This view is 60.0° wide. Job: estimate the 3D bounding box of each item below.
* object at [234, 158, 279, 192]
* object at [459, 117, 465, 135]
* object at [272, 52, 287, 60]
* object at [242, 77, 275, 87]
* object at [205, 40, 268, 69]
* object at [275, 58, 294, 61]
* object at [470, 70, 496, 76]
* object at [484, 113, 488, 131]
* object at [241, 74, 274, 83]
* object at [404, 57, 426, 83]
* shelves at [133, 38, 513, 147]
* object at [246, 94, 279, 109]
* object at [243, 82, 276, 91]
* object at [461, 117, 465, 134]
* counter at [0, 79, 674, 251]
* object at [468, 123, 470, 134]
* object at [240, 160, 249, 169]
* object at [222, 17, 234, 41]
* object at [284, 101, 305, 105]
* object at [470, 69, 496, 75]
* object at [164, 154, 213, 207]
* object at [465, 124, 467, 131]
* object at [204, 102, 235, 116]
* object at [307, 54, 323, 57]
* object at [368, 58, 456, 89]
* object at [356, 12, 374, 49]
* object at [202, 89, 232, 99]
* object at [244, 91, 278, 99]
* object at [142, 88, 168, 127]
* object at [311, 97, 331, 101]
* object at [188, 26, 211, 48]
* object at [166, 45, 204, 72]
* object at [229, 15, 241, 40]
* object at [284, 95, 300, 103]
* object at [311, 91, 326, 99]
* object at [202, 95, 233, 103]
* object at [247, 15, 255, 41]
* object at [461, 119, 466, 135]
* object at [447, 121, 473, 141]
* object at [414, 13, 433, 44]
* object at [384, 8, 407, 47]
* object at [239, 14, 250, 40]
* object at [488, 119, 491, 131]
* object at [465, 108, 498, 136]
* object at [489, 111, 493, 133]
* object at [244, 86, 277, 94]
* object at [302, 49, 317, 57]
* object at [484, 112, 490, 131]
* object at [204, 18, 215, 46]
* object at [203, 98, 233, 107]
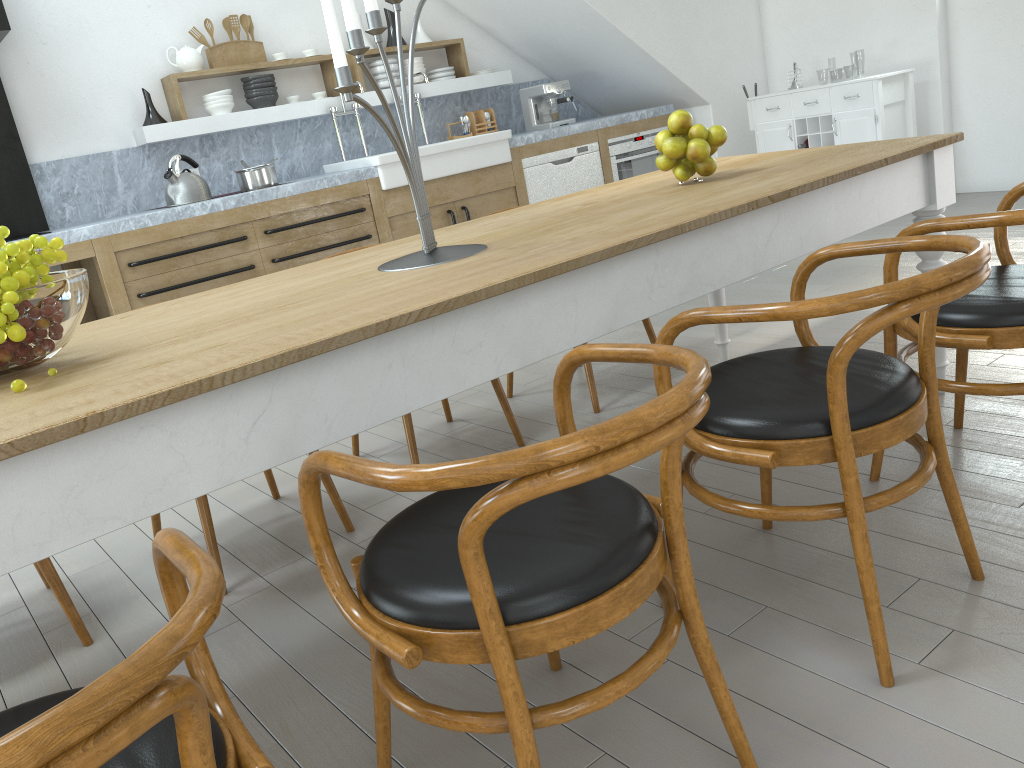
[{"bbox_3d":[-1.420,-1.214,5.145,0.232,0.169,0.397,0,19,33],"label":"object"},{"bbox_3d":[-0.352,-1.843,6.443,0.019,0.194,0.022,3,20,41],"label":"object"},{"bbox_3d":[-1.476,-2.078,5.646,0.099,0.048,0.099,-23,20,-36],"label":"object"},{"bbox_3d":[-1.582,-1.868,5.565,0.205,0.083,0.207,-13,16,-7],"label":"object"},{"bbox_3d":[-1.708,-2.041,5.491,0.355,0.156,0.084,-22,19,-34],"label":"object"},{"bbox_3d":[-1.472,-2.056,5.652,0.164,0.012,0.164,-16,17,-17],"label":"object"},{"bbox_3d":[-0.220,-2.294,6.572,0.213,0.025,0.215,3,22,40],"label":"object"},{"bbox_3d":[-0.182,-1.920,6.591,0.018,0.194,0.023,-19,17,-26],"label":"object"},{"bbox_3d":[-1.590,-1.893,5.559,0.206,0.079,0.206,-21,19,-31],"label":"object"},{"bbox_3d":[-0.677,-2.188,6.189,0.158,0.159,0.155,-13,16,-7],"label":"object"},{"bbox_3d":[-2.239,-2.010,4.883,5.582,1.352,0.480,-25,20,-39],"label":"shelves"},{"bbox_3d":[-1.566,-1.770,5.585,0.206,0.072,0.207,3,21,40],"label":"object"},{"bbox_3d":[-1.578,-1.842,5.567,0.206,0.072,0.207,3,21,40],"label":"object"},{"bbox_3d":[-0.349,-1.847,6.453,0.018,0.195,0.020,-18,16,-25],"label":"object"},{"bbox_3d":[-1.563,-1.389,5.196,6.608,0.615,0.964,-22,19,-34],"label":"counter"},{"bbox_3d":[-0.311,-1.842,6.445,0.044,0.177,0.020,1,19,38],"label":"object"},{"bbox_3d":[-1.507,-1.218,5.120,0.051,0.165,0.236,-23,20,-38],"label":"object"},{"bbox_3d":[-1.728,-2.117,5.479,0.061,0.297,0.040,-22,19,-36],"label":"object"},{"bbox_3d":[-1.410,-1.808,5.729,0.164,0.012,0.164,-16,17,-17],"label":"object"},{"bbox_3d":[-0.222,-2.302,6.570,0.213,0.025,0.215,3,22,40],"label":"object"},{"bbox_3d":[-1.800,-1.123,4.857,0.247,0.266,0.247,-18,17,-24],"label":"object"},{"bbox_3d":[-0.330,-1.848,6.445,0.019,0.194,0.023,-23,19,-38],"label":"object"},{"bbox_3d":[-1.785,-1.676,5.429,0.181,0.063,0.182,-15,17,-12],"label":"object"},{"bbox_3d":[-1.306,-2.124,5.772,0.164,0.012,0.164,-16,17,-17],"label":"object"},{"bbox_3d":[-0.692,-2.189,6.209,0.660,0.194,0.198,-22,19,-34],"label":"object"},{"bbox_3d":[-1.027,-2.368,5.953,0.156,0.266,0.157,3,21,42],"label":"object"},{"bbox_3d":[-1.796,-1.748,5.412,0.180,0.075,0.182,-10,16,2],"label":"object"},{"bbox_3d":[-1.572,-1.795,5.578,0.205,0.086,0.207,-10,16,2],"label":"object"},{"bbox_3d":[-2.123,-1.626,5.200,0.156,0.217,0.157,0,19,35],"label":"object"},{"bbox_3d":[-1.261,-1.869,5.836,0.164,0.012,0.164,-16,17,-17],"label":"object"},{"bbox_3d":[-1.844,-2.051,5.395,0.200,0.257,0.016,-18,16,-24],"label":"object"},{"bbox_3d":[-1.943,-1.946,5.311,0.174,0.168,0.169,1,20,37],"label":"object"},{"bbox_3d":[-1.689,-2.125,5.483,0.057,0.297,0.019,-21,18,-34],"label":"object"},{"bbox_3d":[-1.415,-1.830,5.723,0.099,0.048,0.099,-23,20,-36],"label":"object"},{"bbox_3d":[-1.266,-1.891,5.830,0.099,0.048,0.099,-23,20,-36],"label":"object"},{"bbox_3d":[-1.792,-1.720,5.418,0.181,0.068,0.182,-16,17,-17],"label":"object"},{"bbox_3d":[-1.623,-2.159,5.555,0.058,0.292,0.030,-21,18,-34],"label":"object"},{"bbox_3d":[-0.343,-1.830,6.428,0.019,0.177,0.044,-6,16,19],"label":"object"},{"bbox_3d":[-0.383,-1.822,6.446,0.173,0.170,0.100,-21,18,-32],"label":"object"},{"bbox_3d":[-0.648,-2.500,6.236,0.156,0.217,0.157,0,19,35],"label":"object"},{"bbox_3d":[-0.821,-2.451,6.097,0.157,0.266,0.156,-20,18,-30],"label":"object"},{"bbox_3d":[-1.641,-2.145,5.520,0.068,0.296,0.039,-21,18,-34],"label":"object"},{"bbox_3d":[-0.165,-1.920,6.579,0.018,0.195,0.020,-14,15,-12],"label":"object"},{"bbox_3d":[-0.222,-1.918,6.572,0.201,0.221,0.104,-22,18,-34],"label":"object"},{"bbox_3d":[-0.160,-1.923,6.587,0.022,0.194,0.019,-21,18,-33],"label":"object"},{"bbox_3d":[-1.571,-1.821,5.568,0.205,0.086,0.207,-9,16,7],"label":"object"},{"bbox_3d":[-1.310,-2.146,5.766,0.099,0.048,0.099,-23,20,-36],"label":"object"},{"bbox_3d":[-0.171,-1.917,6.563,0.040,0.191,0.042,-7,15,15],"label":"object"},{"bbox_3d":[-1.820,-2.080,5.413,0.055,0.297,0.028,-21,18,-34],"label":"object"},{"bbox_3d":[-1.789,-1.697,5.423,0.181,0.065,0.182,-10,16,2],"label":"object"}]
